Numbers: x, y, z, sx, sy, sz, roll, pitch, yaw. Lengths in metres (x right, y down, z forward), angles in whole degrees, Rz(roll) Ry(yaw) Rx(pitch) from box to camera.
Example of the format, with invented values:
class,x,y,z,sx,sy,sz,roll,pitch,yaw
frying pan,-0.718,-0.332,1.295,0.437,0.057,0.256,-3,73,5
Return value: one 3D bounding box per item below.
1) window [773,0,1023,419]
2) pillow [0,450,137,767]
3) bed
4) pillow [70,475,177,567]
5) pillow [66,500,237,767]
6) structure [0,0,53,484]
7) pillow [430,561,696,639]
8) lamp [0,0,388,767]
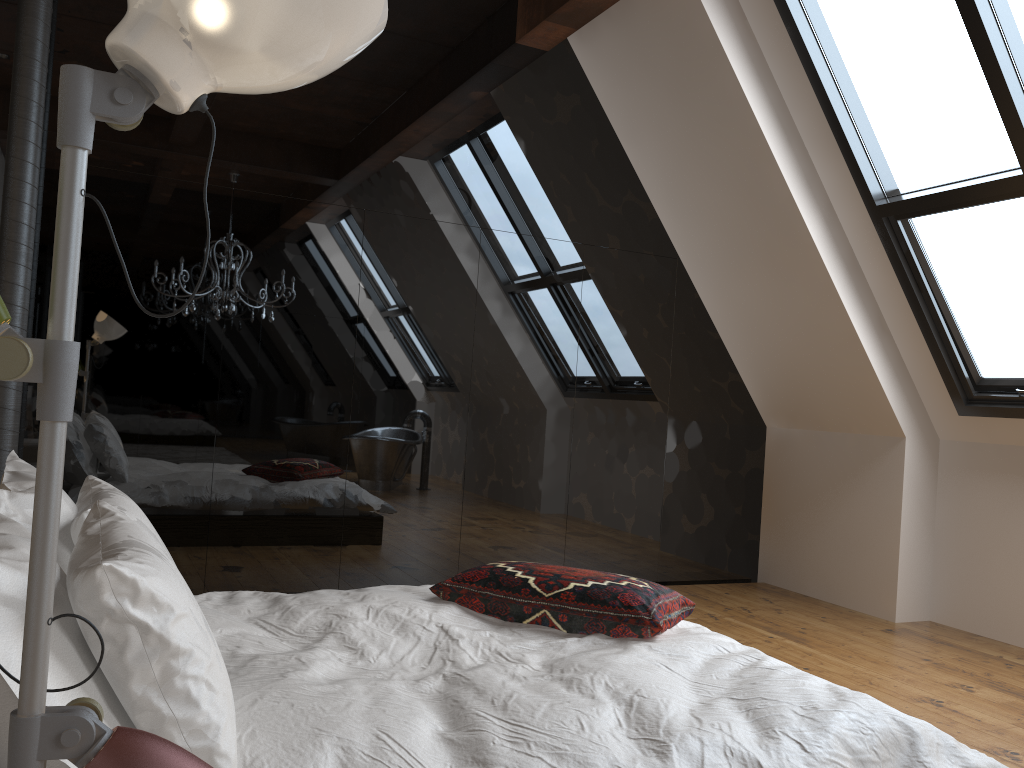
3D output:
class,x,y,z,sx,sy,sz,roll,pitch,yaw
window,2.162,-0.951,3.628,1.702,2.162,1.713,4,-1,-25
pillow,-1.004,0.451,1.938,0.358,0.517,1.746,4,-1,-26
bed,-0.237,0.863,2.479,2.169,0.442,2.300,4,-1,-25
pillow,-1.023,0.475,2.357,0.291,0.385,0.748,4,-1,-26
pillow,-0.679,0.459,1.642,0.276,0.397,0.744,4,-1,-26
structure,-2.462,-0.616,3.295,1.189,3.140,0.829,4,-1,-25
pillow,0.173,0.668,2.819,0.748,0.157,0.453,3,-1,25
lamp,-0.430,0.243,0.809,0.561,1.582,0.270,4,-1,-29
